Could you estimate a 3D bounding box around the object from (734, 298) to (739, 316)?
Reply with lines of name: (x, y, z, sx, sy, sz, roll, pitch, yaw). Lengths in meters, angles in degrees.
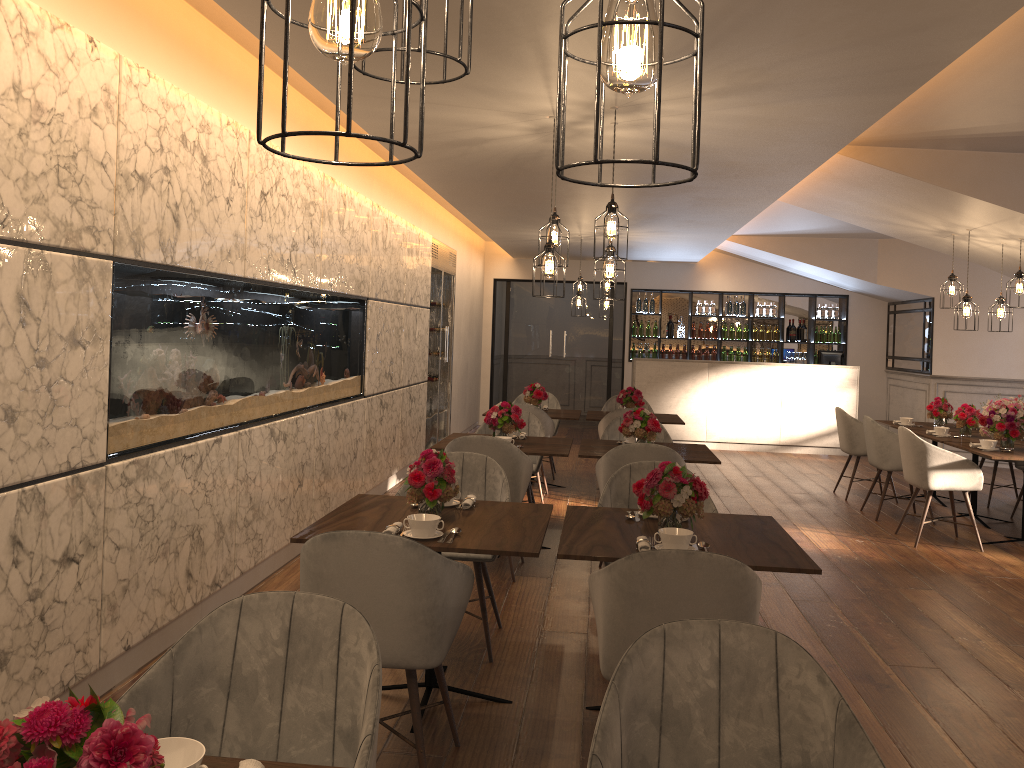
object: (3.483, -1.208, 13.723, 0.075, 0.310, 0.075, 2, 0, 17)

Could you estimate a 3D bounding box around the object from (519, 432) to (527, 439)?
object: (0.078, 0.376, 6.427, 0.056, 0.039, 0.176, 2, 3, 6)

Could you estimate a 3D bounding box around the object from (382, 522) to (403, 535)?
object: (-0.441, 0.540, 3.281, 0.056, 0.039, 0.176, 2, 3, 6)

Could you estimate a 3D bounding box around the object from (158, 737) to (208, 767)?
object: (-0.556, 0.628, 1.412, 0.148, 0.072, 0.148, 1, 3, -17)

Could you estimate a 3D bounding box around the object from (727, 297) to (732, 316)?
object: (3.379, -1.212, 13.734, 0.075, 0.310, 0.075, 2, 0, 38)

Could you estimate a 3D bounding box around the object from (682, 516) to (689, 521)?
object: (0.726, 0.552, 3.772, 0.056, 0.039, 0.176, 2, 3, 6)

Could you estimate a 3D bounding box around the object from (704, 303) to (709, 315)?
object: (3.027, -1.165, 13.771, 0.070, 0.190, 0.041, 2, 0, 5)

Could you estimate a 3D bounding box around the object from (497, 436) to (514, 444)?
object: (-0.062, 0.388, 5.829, 0.148, 0.072, 0.148, 0, 4, -42)

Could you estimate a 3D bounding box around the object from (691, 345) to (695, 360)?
object: (2.830, -0.477, 13.820, 0.065, 0.261, 0.066, 2, 0, -16)

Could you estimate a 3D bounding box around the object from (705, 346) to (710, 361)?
object: (3.049, -0.468, 13.797, 0.065, 0.261, 0.066, 2, 0, -16)

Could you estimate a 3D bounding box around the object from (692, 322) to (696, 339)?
object: (2.842, -0.840, 13.820, 0.065, 0.261, 0.066, 2, 0, -16)

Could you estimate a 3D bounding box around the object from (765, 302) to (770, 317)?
object: (3.948, -1.151, 13.676, 0.070, 0.235, 0.041, 2, 0, 5)

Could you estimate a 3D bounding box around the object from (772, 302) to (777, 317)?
object: (4.048, -1.147, 13.665, 0.070, 0.235, 0.041, 2, 0, 5)

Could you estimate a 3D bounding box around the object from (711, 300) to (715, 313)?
object: (3.128, -1.198, 13.761, 0.069, 0.208, 0.040, 2, 0, 6)

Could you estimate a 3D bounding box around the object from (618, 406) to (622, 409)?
object: (1.136, 0.256, 8.829, 0.148, 0.072, 0.148, 3, 3, 28)

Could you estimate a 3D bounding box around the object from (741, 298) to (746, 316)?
object: (3.587, -1.204, 13.713, 0.075, 0.310, 0.075, 2, 0, 17)

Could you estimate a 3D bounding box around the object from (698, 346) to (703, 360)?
object: (2.940, -0.473, 13.809, 0.065, 0.261, 0.066, 2, 0, -16)

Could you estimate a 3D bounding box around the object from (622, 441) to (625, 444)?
object: (0.798, 0.424, 6.325, 0.022, 0.004, 0.211, 2, 3, 6)

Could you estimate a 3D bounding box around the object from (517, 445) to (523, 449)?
object: (0.052, 0.421, 5.837, 0.043, 0.015, 0.197, 2, 3, 2)

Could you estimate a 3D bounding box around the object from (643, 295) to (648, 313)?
object: (2.094, -1.264, 13.868, 0.075, 0.310, 0.075, 2, 0, -41)

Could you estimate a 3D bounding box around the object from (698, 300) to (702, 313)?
object: (2.928, -1.206, 13.782, 0.069, 0.208, 0.040, 2, 0, 6)

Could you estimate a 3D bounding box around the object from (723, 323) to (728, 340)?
object: (3.322, -0.820, 13.770, 0.065, 0.261, 0.066, 2, 0, -16)

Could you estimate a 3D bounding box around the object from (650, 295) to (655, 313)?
object: (2.198, -1.260, 13.857, 0.075, 0.310, 0.075, 2, 0, -37)

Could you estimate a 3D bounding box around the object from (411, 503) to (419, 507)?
object: (-0.415, 0.519, 3.871, 0.043, 0.015, 0.197, 2, 3, 2)

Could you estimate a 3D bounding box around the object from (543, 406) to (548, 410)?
object: (0.336, 0.240, 8.912, 0.056, 0.039, 0.176, 2, 3, 6)

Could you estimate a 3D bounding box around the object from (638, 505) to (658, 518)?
object: (0.613, 0.530, 3.783, 0.148, 0.072, 0.148, 1, 3, -17)

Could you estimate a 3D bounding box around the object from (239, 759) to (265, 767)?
object: (-0.443, 0.649, 1.401, 0.056, 0.039, 0.176, 2, 3, 6)

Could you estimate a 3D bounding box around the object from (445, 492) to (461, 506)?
object: (-0.300, 0.493, 3.878, 0.148, 0.072, 0.148, 1, 3, -17)

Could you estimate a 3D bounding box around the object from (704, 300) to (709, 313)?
object: (3.028, -1.202, 13.771, 0.069, 0.208, 0.040, 2, 0, 6)

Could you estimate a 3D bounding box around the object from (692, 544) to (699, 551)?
object: (0.665, 0.601, 3.192, 0.022, 0.004, 0.211, 2, 3, 6)

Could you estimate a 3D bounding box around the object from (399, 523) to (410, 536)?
object: (-0.406, 0.548, 3.287, 0.025, 0.024, 0.193, 2, 3, 6)

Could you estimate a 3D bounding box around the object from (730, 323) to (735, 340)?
object: (3.432, -0.817, 13.759, 0.065, 0.263, 0.066, 2, 0, -16)

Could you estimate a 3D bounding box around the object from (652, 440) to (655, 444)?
object: (0.992, 0.412, 6.332, 0.056, 0.039, 0.176, 2, 3, 6)

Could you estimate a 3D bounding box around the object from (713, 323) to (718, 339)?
object: (3.172, -0.826, 13.786, 0.065, 0.261, 0.066, 2, 0, -16)

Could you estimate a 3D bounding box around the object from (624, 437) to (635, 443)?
object: (0.879, 0.391, 6.344, 0.148, 0.072, 0.148, 0, 4, -42)

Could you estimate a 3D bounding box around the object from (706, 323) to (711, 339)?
object: (3.062, -0.831, 13.797, 0.065, 0.261, 0.066, 2, 0, -16)

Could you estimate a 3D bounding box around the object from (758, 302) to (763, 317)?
object: (3.848, -1.155, 13.686, 0.070, 0.235, 0.041, 2, 0, 5)

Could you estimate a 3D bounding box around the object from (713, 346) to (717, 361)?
object: (3.159, -0.464, 13.786, 0.065, 0.261, 0.066, 2, 0, -16)

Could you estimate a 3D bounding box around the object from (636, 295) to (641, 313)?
object: (1.990, -1.268, 13.878, 0.075, 0.310, 0.075, 2, 0, 31)

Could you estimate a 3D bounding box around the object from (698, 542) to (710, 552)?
object: (0.700, 0.597, 3.182, 0.043, 0.015, 0.197, 2, 3, 2)

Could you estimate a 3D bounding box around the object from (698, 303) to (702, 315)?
object: (2.927, -1.169, 13.782, 0.070, 0.190, 0.041, 2, 0, 5)

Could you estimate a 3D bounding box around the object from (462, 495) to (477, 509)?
object: (-0.187, 0.515, 3.867, 0.056, 0.039, 0.176, 2, 3, 6)

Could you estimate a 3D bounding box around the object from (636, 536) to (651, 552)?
object: (0.473, 0.577, 3.186, 0.056, 0.039, 0.176, 2, 3, 6)

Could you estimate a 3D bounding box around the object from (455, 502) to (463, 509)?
object: (-0.223, 0.521, 3.861, 0.025, 0.024, 0.193, 2, 3, 6)

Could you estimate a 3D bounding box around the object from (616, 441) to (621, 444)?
object: (0.763, 0.416, 6.336, 0.043, 0.015, 0.197, 2, 3, 2)

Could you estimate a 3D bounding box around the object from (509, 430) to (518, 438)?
object: (-0.035, 0.354, 6.438, 0.148, 0.072, 0.148, 0, 4, -42)

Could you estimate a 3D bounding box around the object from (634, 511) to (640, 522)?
object: (0.532, 0.563, 3.765, 0.022, 0.004, 0.211, 2, 3, 6)

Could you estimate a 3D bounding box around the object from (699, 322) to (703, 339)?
object: (2.952, -0.835, 13.809, 0.065, 0.261, 0.066, 2, 0, -16)

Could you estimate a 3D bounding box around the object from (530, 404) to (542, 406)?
object: (0.223, 0.219, 8.924, 0.148, 0.072, 0.148, 3, 3, 28)

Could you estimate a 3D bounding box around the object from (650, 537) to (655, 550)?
object: (0.508, 0.585, 3.192, 0.025, 0.024, 0.193, 2, 3, 6)

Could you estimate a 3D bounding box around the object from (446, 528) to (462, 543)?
object: (-0.221, 0.560, 3.277, 0.043, 0.015, 0.197, 2, 3, 10)

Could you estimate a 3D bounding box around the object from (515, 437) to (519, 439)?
object: (0.043, 0.382, 6.421, 0.025, 0.024, 0.193, 2, 3, 6)

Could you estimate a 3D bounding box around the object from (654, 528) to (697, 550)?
object: (0.587, 0.564, 3.174, 0.148, 0.072, 0.148, 1, 3, -17)

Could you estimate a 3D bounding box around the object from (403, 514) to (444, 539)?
object: (-0.327, 0.528, 3.269, 0.148, 0.072, 0.148, 1, 3, -17)

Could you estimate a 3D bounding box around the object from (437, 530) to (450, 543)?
object: (-0.248, 0.564, 3.287, 0.022, 0.004, 0.211, 2, 3, 6)

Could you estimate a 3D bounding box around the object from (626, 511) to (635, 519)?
object: (0.498, 0.555, 3.776, 0.043, 0.015, 0.197, 2, 3, 2)

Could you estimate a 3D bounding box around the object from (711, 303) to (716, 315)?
object: (3.127, -1.161, 13.761, 0.070, 0.190, 0.041, 2, 0, 5)
